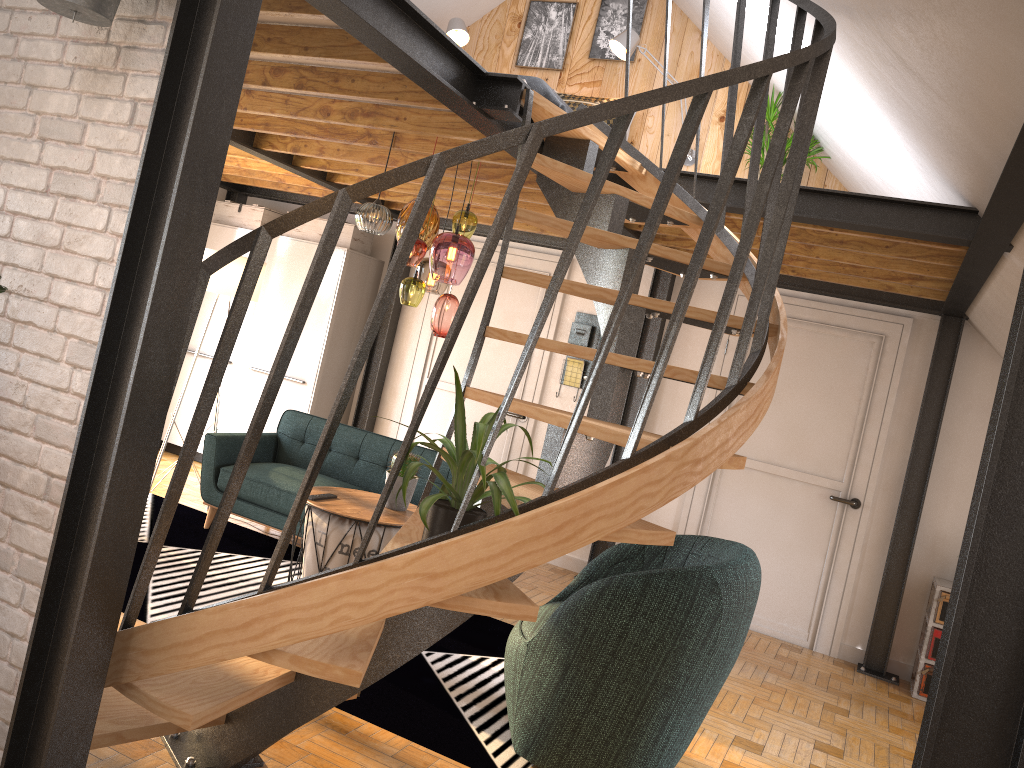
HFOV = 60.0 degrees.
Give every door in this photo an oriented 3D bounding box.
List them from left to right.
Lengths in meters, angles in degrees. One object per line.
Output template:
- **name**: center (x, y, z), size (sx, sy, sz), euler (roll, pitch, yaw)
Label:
- **door**: center (-0.340, 0.021, 7.051), size (1.204, 2.301, 0.088), euler (13, 0, 23)
- **door**: center (1.856, 0.557, 6.075), size (1.204, 2.301, 0.088), euler (13, 0, 23)

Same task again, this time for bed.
- **bed**: center (-0.223, -1.830, 5.949), size (2.129, 1.021, 2.282), euler (14, 2, 23)

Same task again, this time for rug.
- **rug**: center (-1.241, 1.087, 4.602), size (3.512, 0.010, 1.695), euler (14, 2, 23)

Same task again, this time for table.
- **table**: center (-0.766, 0.851, 4.341), size (0.678, 0.686, 0.684), euler (12, 1, -27)

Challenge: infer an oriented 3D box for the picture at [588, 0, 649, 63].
- **picture**: center (0.819, -2.739, 6.828), size (0.382, 0.506, 0.011), euler (13, 0, 23)

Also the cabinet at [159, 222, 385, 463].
- **cabinet**: center (-2.054, -0.238, 7.621), size (1.511, 2.003, 0.806), euler (13, 0, 23)

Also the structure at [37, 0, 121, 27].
- **structure**: center (-1.012, -1.207, 2.170), size (0.421, 0.652, 0.440), euler (13, 0, -37)

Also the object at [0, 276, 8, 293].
- **object**: center (-1.519, -0.201, 2.270), size (0.297, 0.621, 0.289), euler (13, 0, 38)

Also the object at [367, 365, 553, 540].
- **object**: center (-0.129, 0.206, 2.420), size (0.529, 0.592, 0.457), euler (13, 1, 11)

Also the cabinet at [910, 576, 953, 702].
- **cabinet**: center (2.920, 1.648, 5.327), size (0.836, 0.696, 0.378), euler (13, 0, 23)

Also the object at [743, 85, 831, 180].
- **object**: center (1.715, -1.387, 5.846), size (0.786, 1.048, 0.736), euler (13, 0, -27)

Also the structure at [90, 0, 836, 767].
- **structure**: center (0.130, -0.478, 3.067), size (1.635, 3.819, 2.238), euler (13, 0, 38)

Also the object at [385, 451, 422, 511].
- **object**: center (-0.549, 0.476, 4.409), size (0.190, 0.295, 0.173), euler (13, 0, -3)

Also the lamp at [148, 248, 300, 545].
- **lamp**: center (-1.365, 0.139, 5.609), size (2.368, 1.719, 0.568), euler (14, 0, 32)

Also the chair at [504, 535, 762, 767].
- **chair**: center (0.440, 1.019, 3.482), size (0.902, 0.964, 0.896), euler (13, 1, 9)

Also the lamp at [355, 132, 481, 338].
- **lamp**: center (-0.461, -0.778, 4.507), size (0.615, 1.013, 0.492), euler (13, 0, -27)

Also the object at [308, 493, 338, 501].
- **object**: center (-0.914, 0.541, 4.254), size (0.051, 0.013, 0.207), euler (14, 2, 23)

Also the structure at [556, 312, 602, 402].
- **structure**: center (0.557, 0.013, 6.669), size (0.444, 1.077, 0.099), euler (13, 0, 23)

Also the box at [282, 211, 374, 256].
- **box**: center (-1.517, -1.248, 7.365), size (0.643, 0.218, 0.375), euler (13, 2, 18)

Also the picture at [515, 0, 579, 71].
- **picture**: center (0.273, -2.782, 7.061), size (0.422, 0.554, 0.017), euler (13, 0, 23)

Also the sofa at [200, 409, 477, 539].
- **sofa**: center (-0.921, 0.724, 5.471), size (1.980, 0.783, 0.822), euler (14, 1, 23)

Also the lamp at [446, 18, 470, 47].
- **lamp**: center (-0.609, -2.480, 7.168), size (0.194, 0.814, 0.853), euler (13, 1, -24)

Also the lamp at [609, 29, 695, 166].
- **lamp**: center (1.023, -2.081, 6.446), size (0.848, 0.814, 0.195), euler (13, 0, -20)

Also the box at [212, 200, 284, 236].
- **box**: center (-2.243, -1.425, 7.670), size (0.644, 0.218, 0.374), euler (14, 2, 33)
